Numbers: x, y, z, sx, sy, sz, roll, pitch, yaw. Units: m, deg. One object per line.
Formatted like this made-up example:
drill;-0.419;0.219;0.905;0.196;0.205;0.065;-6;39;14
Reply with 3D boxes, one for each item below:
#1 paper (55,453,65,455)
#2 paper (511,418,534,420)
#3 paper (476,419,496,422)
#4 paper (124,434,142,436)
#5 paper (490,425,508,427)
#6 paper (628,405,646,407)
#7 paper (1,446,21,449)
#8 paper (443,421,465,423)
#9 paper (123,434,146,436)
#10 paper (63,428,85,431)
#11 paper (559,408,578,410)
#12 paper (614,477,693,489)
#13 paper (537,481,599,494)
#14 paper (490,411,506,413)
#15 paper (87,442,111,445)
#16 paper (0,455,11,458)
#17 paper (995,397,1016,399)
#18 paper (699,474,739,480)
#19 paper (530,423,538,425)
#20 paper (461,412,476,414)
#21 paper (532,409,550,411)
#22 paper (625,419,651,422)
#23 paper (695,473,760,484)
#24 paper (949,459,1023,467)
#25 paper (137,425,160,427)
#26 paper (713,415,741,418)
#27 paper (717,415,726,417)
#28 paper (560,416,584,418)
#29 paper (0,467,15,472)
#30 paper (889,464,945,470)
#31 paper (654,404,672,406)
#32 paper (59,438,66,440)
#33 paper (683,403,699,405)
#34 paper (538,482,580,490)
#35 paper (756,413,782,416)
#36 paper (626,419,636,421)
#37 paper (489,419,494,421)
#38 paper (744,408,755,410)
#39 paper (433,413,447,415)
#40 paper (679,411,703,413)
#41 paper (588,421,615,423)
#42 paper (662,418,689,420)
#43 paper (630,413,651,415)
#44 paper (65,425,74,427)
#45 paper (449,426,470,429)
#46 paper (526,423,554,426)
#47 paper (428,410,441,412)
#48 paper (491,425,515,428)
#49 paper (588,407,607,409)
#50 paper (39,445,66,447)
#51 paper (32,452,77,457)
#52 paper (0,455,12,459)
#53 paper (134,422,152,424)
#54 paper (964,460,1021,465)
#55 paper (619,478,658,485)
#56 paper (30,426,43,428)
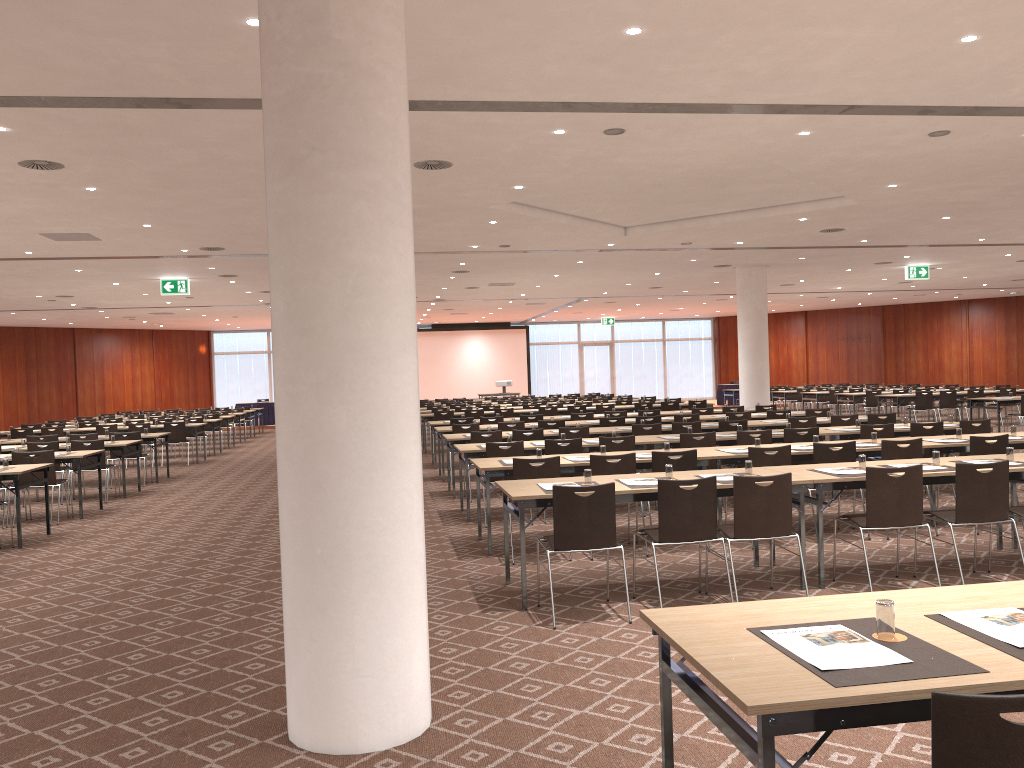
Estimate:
paper;-6.131;0.939;11.791;0.283;0.006;0.398;-2;1;-10
paper;0.216;0.659;16.739;0.460;0.003;0.565;-2;1;-11
paper;-0.435;0.682;16.652;0.460;0.003;0.565;-2;1;-10
paper;-6.761;0.912;15.743;0.283;0.006;0.398;-2;1;-9
paper;-0.204;0.694;14.726;0.283;0.006;0.398;-2;1;-8
paper;2.928;0.514;20.701;0.460;0.003;0.565;-2;1;-9
paper;-7.721;0.972;13.609;0.283;0.006;0.398;-2;1;-7
paper;-1.055;0.706;16.538;0.460;0.003;0.565;-2;1;-7
paper;-6.697;0.914;15.722;0.460;0.003;0.565;-2;1;-11
paper;-9.431;0.971;18.855;0.460;0.003;0.565;-2;1;-7
paper;1.294;0.575;20.458;0.460;0.003;0.565;-2;1;-10
paper;1.069;0.751;6.766;0.460;0.003;0.565;-2;1;-6
paper;0.446;0.775;6.653;0.460;0.003;0.565;-2;1;-5
paper;-0.288;0.633;20.207;0.460;0.003;0.565;-2;1;-7
paper;-6.431;0.924;13.795;0.283;0.006;0.398;-2;1;-9
paper;-6.795;0.963;11.708;0.283;0.006;0.398;-2;1;-9
paper;10.184;0.290;18.242;0.460;0.003;0.565;-2;1;-7
paper;1.651;0.725;6.922;0.283;0.006;0.398;-2;1;-7
paper;0.453;0.670;14.821;0.283;0.006;0.398;-2;1;-8
paper;-0.928;0.657;20.104;0.460;0.003;0.565;-2;1;-9
paper;0.689;0.597;20.346;0.460;0.003;0.565;-2;1;-8
paper;2.130;0.613;14.992;0.460;0.003;0.565;-2;1;-7
paper;1.730;0.727;6.854;0.460;0.003;0.565;-2;1;-11
paper;3.939;0.645;7.222;0.460;0.003;0.565;-2;1;-7
paper;-7.855;0.913;19.090;0.460;0.003;0.565;-2;1;-11
paper;3.735;0.553;15.236;0.460;0.003;0.565;-2;1;-9
paper;3.662;0.551;15.280;0.283;0.006;0.398;-2;1;-7
paper;1.183;0.623;16.884;0.460;0.003;0.565;-2;1;-5
paper;-5.816;0.956;9.791;0.460;0.003;0.565;-2;1;-12
paper;3.264;0.666;7.150;0.283;0.006;0.398;-2;1;-8
paper;3.531;0.492;20.772;0.460;0.003;0.565;-2;1;-7
paper;-7.954;0.961;15.521;0.460;0.003;0.565;-2;1;-11
paper;4.192;0.468;20.880;0.460;0.003;0.565;-2;1;-12
paper;0.365;0.773;6.728;0.283;0.006;0.398;-2;1;-8
paper;4.390;0.529;15.363;0.460;0.003;0.565;-2;1;-10
paper;2.065;0.610;15.071;0.283;0.006;0.398;-2;1;-5
paper;-0.462;0.679;16.695;0.283;0.006;0.398;-2;1;-8
paper;4.690;0.493;17.427;0.460;0.003;0.565;-2;1;-7
paper;-1.556;0.681;20.003;0.460;0.003;0.565;-2;1;-9
paper;3.437;0.539;17.230;0.460;0.003;0.565;-2;1;-8
paper;1.503;0.636;14.899;0.460;0.003;0.565;-2;1;-11
paper;2.754;0.589;15.107;0.460;0.003;0.565;-2;1;-9
paper;2.491;0.574;17.073;0.460;0.003;0.565;-2;1;-7
paper;-10.400;0.983;20.713;0.460;0.003;0.565;-2;1;-11
paper;-0.773;0.720;14.593;0.460;0.003;0.565;-2;1;-10
paper;0.512;0.673;14.757;0.460;0.003;0.565;-2;1;-12
paper;-1.855;0.667;21.984;0.460;0.003;0.565;-2;1;-8
paper;-0.108;0.695;14.678;0.460;0.003;0.565;-2;1;-9
paper;1.940;0.551;20.526;0.460;0.003;0.565;-2;1;-8
paper;-7.056;0.952;13.640;0.460;0.003;0.565;-2;1;-11
paper;-6.104;0.942;11.758;0.460;0.003;0.565;-2;1;-9
paper;-6.724;0.965;11.671;0.460;0.003;0.565;-2;1;-7
paper;-8.777;0.923;20.945;0.460;0.003;0.565;-2;1;-7
paper;3.918;0.641;7.251;0.283;0.006;0.398;-2;1;-5
paper;0.999;0.749;6.820;0.283;0.006;0.398;-2;1;-6
paper;-11.077;1.003;20.703;0.283;0.006;0.398;-2;1;-8
